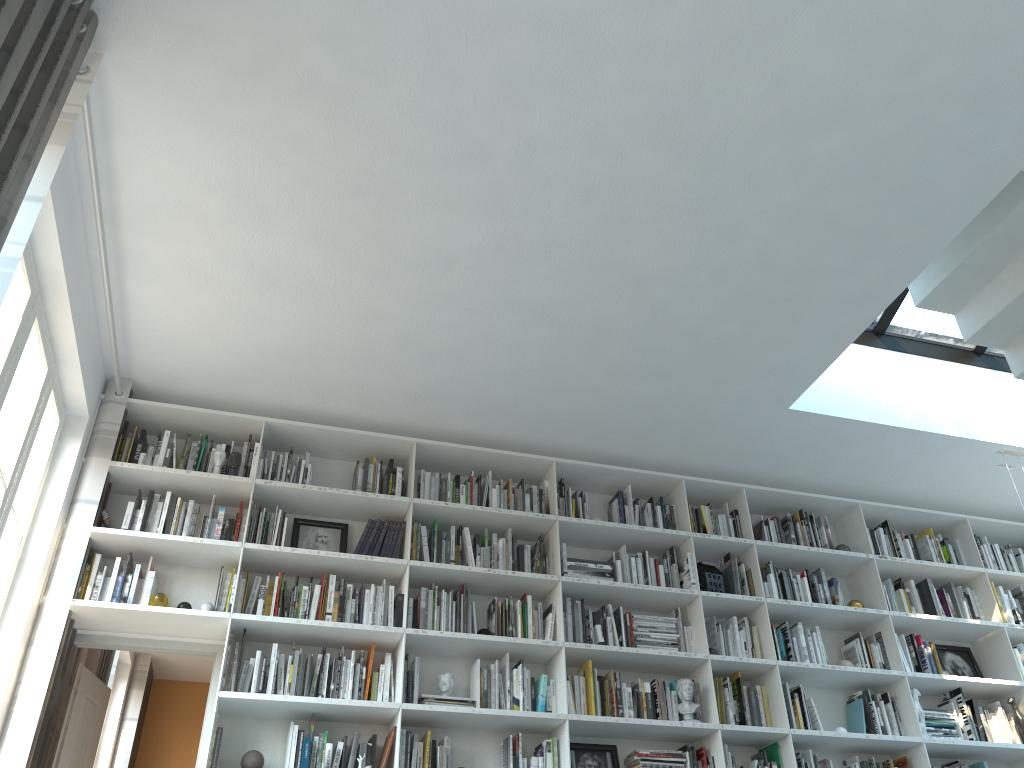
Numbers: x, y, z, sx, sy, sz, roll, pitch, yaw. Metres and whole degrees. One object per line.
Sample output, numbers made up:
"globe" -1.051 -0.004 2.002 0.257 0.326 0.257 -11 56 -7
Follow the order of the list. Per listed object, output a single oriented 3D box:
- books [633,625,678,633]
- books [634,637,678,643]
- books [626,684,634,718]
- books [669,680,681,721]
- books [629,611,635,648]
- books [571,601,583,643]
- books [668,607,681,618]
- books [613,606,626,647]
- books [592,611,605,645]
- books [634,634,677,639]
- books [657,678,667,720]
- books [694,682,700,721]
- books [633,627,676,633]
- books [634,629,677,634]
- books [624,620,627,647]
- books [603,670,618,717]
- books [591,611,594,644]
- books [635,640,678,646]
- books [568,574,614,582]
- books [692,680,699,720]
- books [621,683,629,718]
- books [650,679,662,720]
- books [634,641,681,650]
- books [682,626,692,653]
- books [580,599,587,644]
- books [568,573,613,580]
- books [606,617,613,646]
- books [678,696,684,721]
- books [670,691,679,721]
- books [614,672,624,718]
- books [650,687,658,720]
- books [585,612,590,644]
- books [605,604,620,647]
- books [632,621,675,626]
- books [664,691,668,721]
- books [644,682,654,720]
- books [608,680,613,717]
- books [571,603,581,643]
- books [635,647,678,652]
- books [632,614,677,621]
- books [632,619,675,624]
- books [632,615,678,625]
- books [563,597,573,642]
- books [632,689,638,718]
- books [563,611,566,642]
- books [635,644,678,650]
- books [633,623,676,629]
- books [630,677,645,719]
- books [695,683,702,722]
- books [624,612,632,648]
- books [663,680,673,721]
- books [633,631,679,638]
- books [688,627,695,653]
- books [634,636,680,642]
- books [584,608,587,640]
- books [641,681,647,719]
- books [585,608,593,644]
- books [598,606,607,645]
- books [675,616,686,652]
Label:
"books" 0.783 1.418 5.052 0.285 0.012 0.160 10 -37 -15
"books" 0.785 1.475 5.009 0.254 0.012 0.161 10 -37 -16
"books" 0.600 1.739 4.748 0.030 0.213 0.169 9 -36 -14
"books" 0.879 1.771 4.843 0.014 0.261 0.135 9 -36 -14
"books" 0.641 1.423 4.965 0.013 0.245 0.177 9 -36 -14
"books" 0.351 1.372 4.927 0.029 0.293 0.152 9 -36 -14
"books" 0.946 1.457 5.083 0.012 0.317 0.140 9 -36 -14
"books" 0.586 1.409 4.962 0.021 0.267 0.192 9 -36 -14
"books" 0.460 1.405 4.926 0.066 0.235 0.154 9 -36 -14
"books" 0.784 1.457 5.024 0.254 0.012 0.161 8 -36 -13
"books" 0.788 1.749 4.805 0.025 0.257 0.151 9 -36 -14
"books" 0.986 1.787 4.867 0.014 0.259 0.138 9 -36 -14
"books" 0.784 1.426 5.043 0.254 0.012 0.161 8 -36 -12
"books" 0.785 1.435 5.035 0.254 0.012 0.161 11 -37 -16
"books" 0.603 1.442 4.965 0.024 0.215 0.133 9 -36 -14
"books" 0.519 1.697 4.747 0.013 0.282 0.177 9 -36 -14
"books" 0.420 1.401 4.922 0.011 0.238 0.148 9 -36 -14
"books" 0.785 1.485 5.002 0.254 0.012 0.161 8 -36 -12
"books" 0.423 1.149 5.106 0.285 0.012 0.160 11 -37 -16
"books" 0.976 1.776 4.855 0.014 0.264 0.154 9 -36 -14
"books" 0.574 1.733 4.741 0.024 0.215 0.176 9 -36 -14
"books" 0.752 1.738 4.777 0.012 0.243 0.187 9 -36 -14
"books" 0.786 1.494 4.993 0.285 0.012 0.160 11 -37 -16
"books" 0.967 1.507 5.051 0.030 0.197 0.173 9 -36 -14
"books" 0.372 1.369 4.927 0.011 0.298 0.180 9 -36 -14
"books" 0.422 1.141 5.114 0.285 0.012 0.160 10 -37 -16
"books" 0.523 1.427 4.941 0.024 0.215 0.148 9 -36 -14
"books" 0.893 1.794 4.826 0.012 0.204 0.146 9 -36 -14
"books" 0.858 1.788 4.813 0.035 0.200 0.150 9 -36 -14
"books" 0.542 1.699 4.736 0.028 0.266 0.191 9 -36 -14
"books" 0.730 1.759 4.768 0.029 0.199 0.179 9 -36 -14
"books" 0.394 1.401 4.916 0.014 0.232 0.148 9 -36 -14
"books" 0.548 1.402 4.971 0.049 0.289 0.163 9 -36 -14
"books" 0.783 1.395 5.065 0.254 0.012 0.161 8 -36 -12
"books" 0.806 1.783 4.809 0.022 0.205 0.115 9 -36 -14
"books" 0.702 1.744 4.766 0.029 0.222 0.186 9 -36 -14
"books" 0.499 1.718 4.734 0.025 0.234 0.137 9 -36 -14
"books" 0.331 1.370 4.898 0.025 0.264 0.186 9 -36 -14
"books" 0.785 1.518 4.984 0.254 0.012 0.161 9 -37 -14
"books" 0.783 1.366 5.086 0.285 0.012 0.160 8 -36 -12
"books" 0.782 1.388 5.076 0.254 0.012 0.161 9 -37 -14
"books" 0.785 1.371 5.073 0.285 0.012 0.160 12 -37 -18
"books" 0.291 1.356 4.903 0.026 0.295 0.180 9 -36 -14
"books" 0.635 1.758 4.763 0.050 0.197 0.146 9 -36 -14
"books" 0.261 1.389 4.891 0.027 0.227 0.148 9 -36 -14
"books" 0.785 1.506 4.990 0.254 0.012 0.161 10 -37 -15
"books" 0.785 1.403 5.052 0.254 0.012 0.162 6 -36 -10
"books" 0.668 1.733 4.780 0.014 0.257 0.162 9 -36 -14
"books" 1.001 1.792 4.878 0.023 0.263 0.107 9 -36 -14
"books" 0.624 1.429 4.971 0.015 0.243 0.184 9 -36 -14
"books" 0.829 1.761 4.824 0.024 0.257 0.127 9 -36 -14
"books" 0.785 1.445 5.028 0.285 0.012 0.160 7 -36 -11
"books" 0.994 1.512 5.065 0.030 0.204 0.159 9 -36 -14
"books" 0.784 1.467 5.018 0.285 0.012 0.160 8 -36 -13
"books" 0.382 1.392 4.918 0.011 0.250 0.153 9 -36 -14
"books" 0.681 1.743 4.773 0.010 0.232 0.176 9 -36 -14
"books" 0.409 1.394 4.921 0.014 0.248 0.173 9 -36 -14
"books" 0.498 1.399 4.960 0.022 0.284 0.131 9 -36 -14
"books" 0.939 1.472 5.049 0.012 0.252 0.161 9 -36 -14
